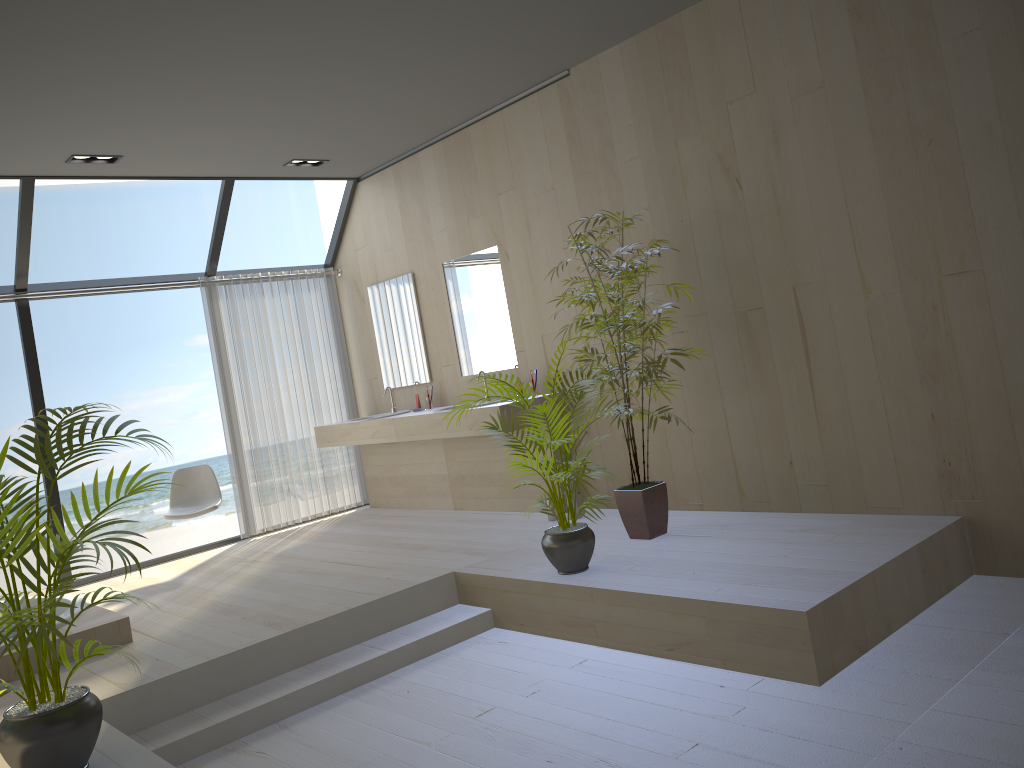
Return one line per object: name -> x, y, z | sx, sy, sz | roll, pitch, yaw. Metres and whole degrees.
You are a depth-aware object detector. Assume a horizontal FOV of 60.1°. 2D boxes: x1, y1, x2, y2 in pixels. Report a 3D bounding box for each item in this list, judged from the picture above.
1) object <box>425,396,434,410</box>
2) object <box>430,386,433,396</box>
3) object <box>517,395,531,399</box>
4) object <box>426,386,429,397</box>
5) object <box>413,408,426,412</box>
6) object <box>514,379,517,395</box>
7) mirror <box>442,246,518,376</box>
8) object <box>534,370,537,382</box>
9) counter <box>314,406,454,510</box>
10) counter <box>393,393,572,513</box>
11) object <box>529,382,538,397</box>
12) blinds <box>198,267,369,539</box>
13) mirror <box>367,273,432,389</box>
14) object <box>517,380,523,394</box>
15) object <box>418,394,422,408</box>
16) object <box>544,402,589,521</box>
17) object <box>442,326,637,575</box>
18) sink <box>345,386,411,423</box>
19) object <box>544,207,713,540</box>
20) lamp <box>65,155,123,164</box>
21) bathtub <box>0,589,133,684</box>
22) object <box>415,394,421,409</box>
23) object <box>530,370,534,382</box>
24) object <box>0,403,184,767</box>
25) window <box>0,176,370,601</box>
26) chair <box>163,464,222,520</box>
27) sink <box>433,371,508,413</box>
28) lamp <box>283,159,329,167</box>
object -> -0.632, 0.147, 6.818 | 0.059, 0.100, 0.058 | -9, -1, -34
object -> -0.624, 0.104, 6.823 | 0.054, 0.175, 0.012 | -9, -2, -16
object -> 0.071, 0.084, 5.867 | 0.104, 0.029, 0.032 | -10, 0, -1
object -> -0.638, 0.106, 6.790 | 0.012, 0.178, 0.050 | -10, -2, -2
object -> -0.709, 0.194, 6.773 | 0.104, 0.029, 0.032 | -10, 0, -1
object -> 0.041, 0.034, 6.062 | 0.039, 0.135, 0.039 | -10, -2, 0
mirror -> -0.230, -0.513, 6.414 | 0.023, 0.870, 0.649 | -8, -1, -41
object -> 0.155, -0.006, 5.918 | 0.054, 0.175, 0.012 | -9, -2, -16
counter -> -0.979, 0.651, 7.044 | 0.553, 0.792, 1.198 | -9, 0, -41
counter -> -0.199, 0.540, 6.139 | 0.553, 0.792, 1.198 | -9, 0, -41
object -> 0.147, 0.037, 5.912 | 0.059, 0.100, 0.058 | -9, -1, -31
blinds -> -1.849, 0.096, 7.312 | 1.188, 2.074, 0.083 | -9, -2, -41
mirror -> -0.920, -0.414, 7.175 | 0.023, 0.870, 0.649 | -8, -1, -41
object -> 0.052, 0.035, 5.948 | 0.039, 0.135, 0.039 | -10, -2, 0
object -> -0.738, 0.144, 6.967 | 0.039, 0.135, 0.039 | -10, -2, 8
object -> 0.366, 0.472, 5.660 | 0.272, 0.750, 0.408 | -11, -1, 37
object -> 0.150, 0.326, 4.217 | 0.917, 1.159, 0.749 | -10, -1, -7
sink -> -1.063, 0.246, 7.000 | 0.506, 0.420, 0.570 | -10, 0, -38
object -> 0.631, -0.064, 4.751 | 0.789, 1.759, 0.932 | -10, -1, -16
lamp -> -2.661, -1.477, 5.621 | 0.302, 0.112, 0.163 | -11, 1, -41
bathtub -> -3.079, 1.423, 4.367 | 1.830, 0.699, 1.638 | -11, 1, -41
object -> -0.728, 0.145, 6.854 | 0.039, 0.135, 0.039 | -10, -2, 8
object -> 0.141, -0.004, 5.884 | 0.012, 0.178, 0.050 | -10, -2, -2
object -> -1.524, 0.567, 2.864 | 0.868, 1.347, 1.070 | -10, -1, 38
window -> -2.987, -0.018, 6.109 | 4.583, 2.818, 0.740 | -10, -1, -41
chair -> -2.296, 0.777, 6.347 | 0.370, 0.348, 0.453 | -10, 0, -12
sink -> -0.284, 0.135, 6.095 | 0.506, 0.420, 0.570 | -10, 0, -38
lamp -> -1.545, -1.700, 6.611 | 0.302, 0.112, 0.163 | -11, 1, -41
